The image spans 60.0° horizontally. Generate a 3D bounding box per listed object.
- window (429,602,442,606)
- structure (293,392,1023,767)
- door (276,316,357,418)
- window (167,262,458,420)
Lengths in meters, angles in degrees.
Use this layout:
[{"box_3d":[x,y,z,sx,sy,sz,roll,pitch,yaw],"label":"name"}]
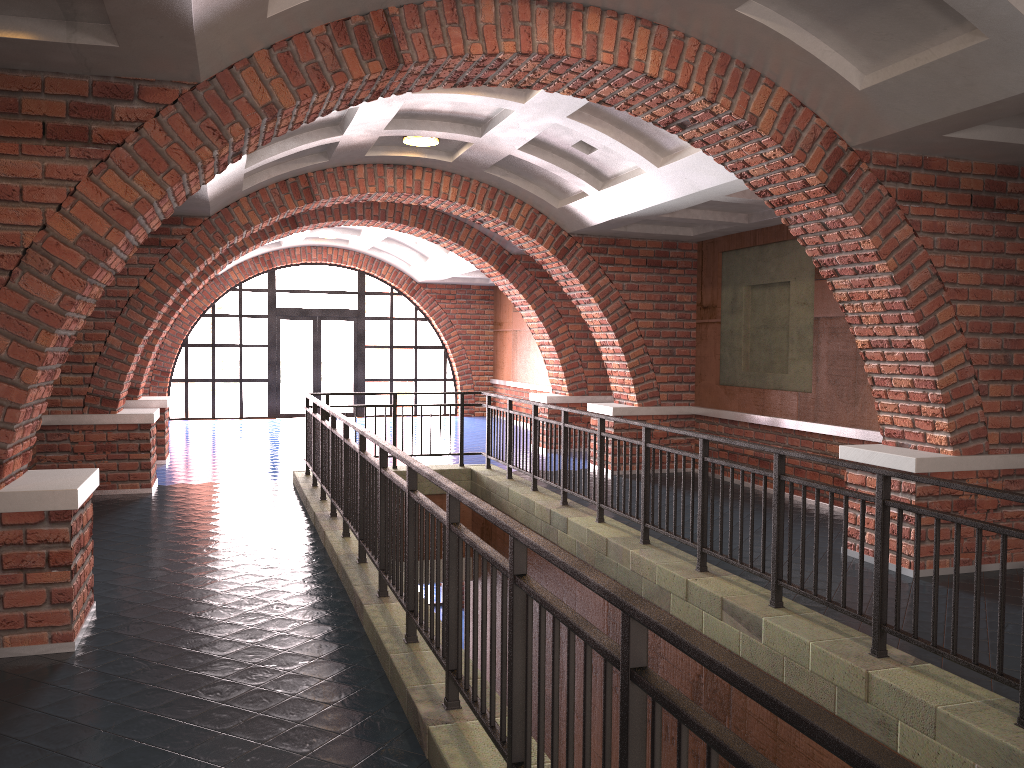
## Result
[{"box_3d":[-4.270,3.450,19.694,6.353,3.471,0.100,0,3,-18],"label":"window"},{"box_3d":[0.211,3.165,5.839,2.464,5.665,11.177,0,3,-18],"label":"structure"},{"box_3d":[-4.286,-0.376,19.521,1.754,2.236,0.040,0,3,-18],"label":"door"},{"box_3d":[-4.228,-0.944,19.508,6.353,3.471,0.100,0,3,-18],"label":"window"}]
